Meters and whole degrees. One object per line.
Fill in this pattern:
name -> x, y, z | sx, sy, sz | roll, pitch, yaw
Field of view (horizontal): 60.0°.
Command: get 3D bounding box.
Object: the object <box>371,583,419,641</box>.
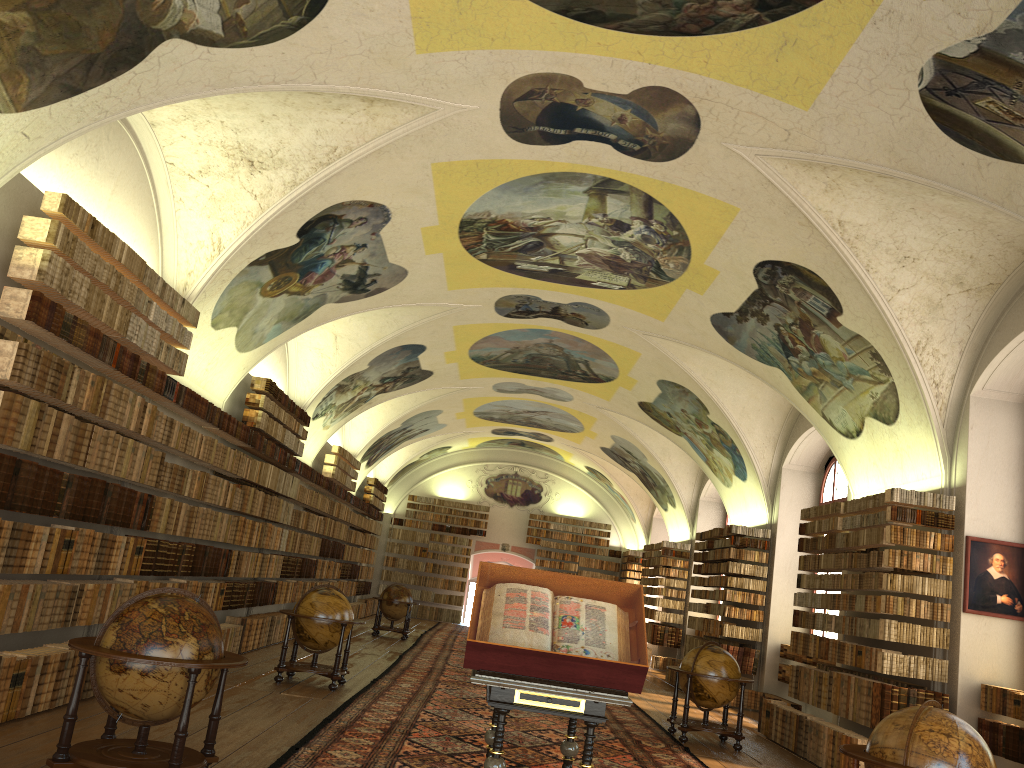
object -> -3.170, 6.099, 23.913 | 1.279, 1.443, 1.284 | -2, -16, 42

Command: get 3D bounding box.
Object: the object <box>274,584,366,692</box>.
object -> -2.861, 3.715, 13.190 | 1.279, 1.443, 1.284 | -1, -15, 37

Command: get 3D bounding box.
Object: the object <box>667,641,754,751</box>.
object -> 2.919, 4.568, 13.180 | 1.283, 1.443, 1.280 | 17, -15, -36

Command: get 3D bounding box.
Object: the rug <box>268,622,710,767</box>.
rug -> -0.041, 5.563, 16.425 | 4.704, 0.064, 37.053 | 8, -13, 0

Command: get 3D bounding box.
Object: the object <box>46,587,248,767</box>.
object -> -2.675, 2.254, 6.622 | 1.283, 1.443, 1.280 | 17, -15, -36

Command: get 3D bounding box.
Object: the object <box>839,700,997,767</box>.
object -> 3.103, 3.107, 6.612 | 1.279, 1.443, 1.284 | -1, -15, 37

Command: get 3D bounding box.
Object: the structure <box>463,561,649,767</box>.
structure -> 0.221, 2.458, 6.832 | 1.245, 1.973, 1.899 | 8, -12, 0
